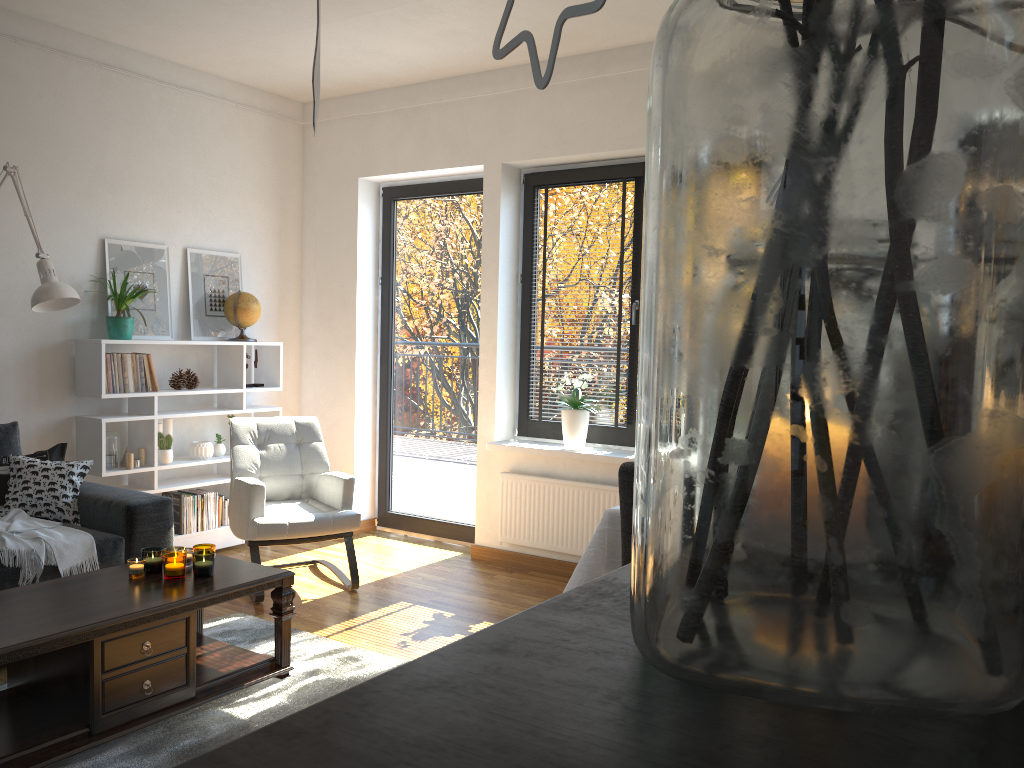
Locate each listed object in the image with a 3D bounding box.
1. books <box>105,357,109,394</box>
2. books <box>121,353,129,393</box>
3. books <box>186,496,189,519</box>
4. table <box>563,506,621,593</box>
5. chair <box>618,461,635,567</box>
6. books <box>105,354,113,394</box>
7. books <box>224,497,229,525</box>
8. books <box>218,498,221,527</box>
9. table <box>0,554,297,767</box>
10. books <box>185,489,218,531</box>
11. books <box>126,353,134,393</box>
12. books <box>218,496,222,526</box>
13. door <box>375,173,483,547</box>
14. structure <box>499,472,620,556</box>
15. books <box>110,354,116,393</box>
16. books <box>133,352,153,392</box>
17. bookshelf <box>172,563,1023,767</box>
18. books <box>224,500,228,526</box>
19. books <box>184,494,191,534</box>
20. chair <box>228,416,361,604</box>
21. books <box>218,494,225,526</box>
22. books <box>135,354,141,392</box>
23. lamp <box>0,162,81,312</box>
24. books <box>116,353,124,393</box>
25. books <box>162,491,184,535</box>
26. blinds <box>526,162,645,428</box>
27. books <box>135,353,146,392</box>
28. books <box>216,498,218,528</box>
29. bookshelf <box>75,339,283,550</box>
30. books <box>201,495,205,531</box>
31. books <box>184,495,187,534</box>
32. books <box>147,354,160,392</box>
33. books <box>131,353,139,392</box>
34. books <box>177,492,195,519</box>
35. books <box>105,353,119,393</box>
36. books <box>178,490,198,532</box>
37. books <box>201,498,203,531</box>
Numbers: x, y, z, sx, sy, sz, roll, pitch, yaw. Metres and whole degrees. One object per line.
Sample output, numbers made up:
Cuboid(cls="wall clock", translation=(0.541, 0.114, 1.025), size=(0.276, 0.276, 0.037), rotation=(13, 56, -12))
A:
Cuboid(cls="books", translation=(-2.130, -0.046, 4.559), size=(0.124, 0.192, 0.047), rotation=(4, 4, 33))
Cuboid(cls="books", translation=(-2.068, -0.059, 4.656), size=(0.133, 0.210, 0.044), rotation=(4, 4, 34))
Cuboid(cls="books", translation=(-1.879, 0.727, 4.995), size=(0.176, 0.214, 0.004), rotation=(4, 4, 33))
Cuboid(cls="table", translation=(1.208, 0.797, 2.750), size=(1.855, 0.763, 1.235), rotation=(4, 4, 34))
Cuboid(cls="chair", translation=(0.615, 0.695, 2.503), size=(0.461, 0.961, 0.544), rotation=(4, 5, 38))
Cuboid(cls="books", translation=(-2.119, -0.055, 4.584), size=(0.129, 0.205, 0.043), rotation=(4, 4, 33))
Cuboid(cls="books", translation=(-1.704, 0.749, 5.240), size=(0.123, 0.157, 0.031), rotation=(4, 4, 33))
Cuboid(cls="books", translation=(-1.757, 0.743, 5.180), size=(0.156, 0.170, 0.014), rotation=(4, 4, 33))
Cuboid(cls="table", translation=(-1.352, 0.888, 2.921), size=(0.570, 0.409, 1.179), rotation=(4, 4, 33))
Cuboid(cls="books", translation=(-1.796, 0.725, 5.122), size=(0.190, 0.217, 0.092), rotation=(4, 4, 33))
Cuboid(cls="books", translation=(-2.056, -0.059, 4.683), size=(0.135, 0.209, 0.048), rotation=(4, 4, 33))
Cuboid(cls="books", translation=(-1.751, 0.736, 5.193), size=(0.148, 0.180, 0.014), rotation=(4, 4, 33))
Cuboid(cls="door", translation=(-0.475, -0.147, 5.558), size=(0.976, 2.277, 0.119), rotation=(4, 4, 33))
Cuboid(cls="structure", translation=(0.542, 0.760, 4.628), size=(1.456, 0.460, 0.078), rotation=(3, 4, 32))
Cuboid(cls="books", translation=(-2.108, -0.055, 4.604), size=(0.136, 0.210, 0.033), rotation=(4, 4, 34))
Cuboid(cls="books", translation=(-1.997, -0.063, 4.774), size=(0.128, 0.211, 0.061), rotation=(4, 4, 34))
Cuboid(cls="bookshelf", translation=(0.323, 0.663, 0.608), size=(0.237, 1.201, 1.189), rotation=(4, 4, 33))
Cuboid(cls="books", translation=(-1.712, 0.753, 5.217), size=(0.103, 0.146, 0.018), rotation=(4, 4, 33))
Cuboid(cls="books", translation=(-1.869, 0.726, 5.006), size=(0.173, 0.217, 0.003), rotation=(4, 4, 33))
Cuboid(cls="chair", translation=(-1.144, 0.609, 4.553), size=(0.545, 0.833, 0.684), rotation=(-1, 4, -32))
Cuboid(cls="books", translation=(-1.728, 0.738, 5.209), size=(0.102, 0.180, 0.012), rotation=(4, 4, 33))
Cuboid(cls="books", translation=(-2.029, -0.058, 4.725), size=(0.131, 0.204, 0.035), rotation=(4, 4, 33))
Cuboid(cls="lamp", translation=(-2.242, -0.661, 4.012), size=(0.698, 0.670, 0.200), rotation=(3, 4, 24))
Cuboid(cls="books", translation=(-2.086, -0.057, 4.636), size=(0.136, 0.209, 0.044), rotation=(4, 4, 33))
Cuboid(cls="books", translation=(-1.900, 0.721, 4.969), size=(0.168, 0.229, 0.025), rotation=(4, 4, 33))
Cuboid(cls="blinds", translation=(0.391, -0.480, 4.925), size=(0.710, 1.424, 0.049), rotation=(4, 4, 33))
Cuboid(cls="books", translation=(-2.017, -0.061, 4.743), size=(0.133, 0.208, 0.044), rotation=(4, 4, 34))
Cuboid(cls="books", translation=(-1.787, 0.733, 5.180), size=(0.196, 0.186, 0.018), rotation=(4, 4, 33))
Cuboid(cls="bookshelf", translation=(-1.850, 0.354, 5.054), size=(0.237, 1.201, 1.189), rotation=(4, 4, 33))
Cuboid(cls="books", translation=(-1.798, 0.731, 5.066), size=(0.123, 0.204, 0.006), rotation=(4, 4, 33))
Cuboid(cls="books", translation=(-1.889, 0.724, 4.991), size=(0.176, 0.220, 0.005), rotation=(4, 4, 33))
Cuboid(cls="books", translation=(-1.977, -0.063, 4.799), size=(0.132, 0.204, 0.070), rotation=(4, 4, 34))
Cuboid(cls="books", translation=(-2.040, -0.060, 4.705), size=(0.133, 0.209, 0.044), rotation=(4, 4, 33))
Cuboid(cls="books", translation=(-1.851, 0.726, 5.025), size=(0.170, 0.214, 0.007), rotation=(4, 4, 33))
Cuboid(cls="books", translation=(-2.097, -0.058, 4.617), size=(0.129, 0.209, 0.035), rotation=(4, 4, 33))
Cuboid(cls="books", translation=(-1.847, 0.723, 5.049), size=(0.173, 0.219, 0.008), rotation=(4, 4, 33))
Cuboid(cls="books", translation=(-1.815, 0.739, 5.066), size=(0.152, 0.191, 0.005), rotation=(4, 4, 33))
